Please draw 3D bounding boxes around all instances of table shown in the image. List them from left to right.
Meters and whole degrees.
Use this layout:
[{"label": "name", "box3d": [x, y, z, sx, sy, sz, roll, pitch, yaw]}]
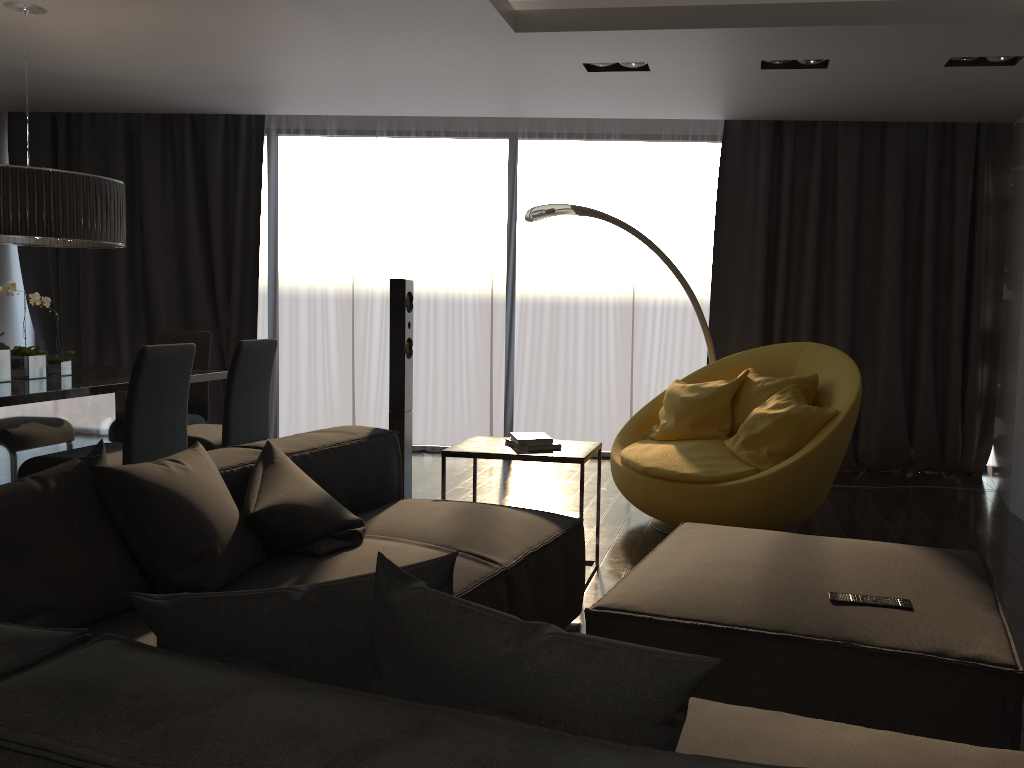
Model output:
[{"label": "table", "box3d": [-2.301, 0.347, 4.295, 1.020, 0.759, 1.636, 2, 5, 13]}, {"label": "table", "box3d": [0.054, 0.548, 3.824, 0.590, 0.562, 0.459, 2, 5, 11]}]

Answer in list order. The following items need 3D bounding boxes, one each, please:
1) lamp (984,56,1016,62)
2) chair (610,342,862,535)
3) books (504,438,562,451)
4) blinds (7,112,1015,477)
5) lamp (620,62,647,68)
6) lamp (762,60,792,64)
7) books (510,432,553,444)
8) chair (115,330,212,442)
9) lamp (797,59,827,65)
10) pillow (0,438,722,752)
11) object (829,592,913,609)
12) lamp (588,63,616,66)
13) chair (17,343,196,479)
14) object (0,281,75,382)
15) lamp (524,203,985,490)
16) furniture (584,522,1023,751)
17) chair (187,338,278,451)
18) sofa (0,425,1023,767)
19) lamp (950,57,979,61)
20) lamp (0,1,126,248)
[{"label": "lamp", "box3d": [2.548, -1.723, 4.574, 0.170, 0.077, 0.184, 4, 5, 24]}, {"label": "chair", "box3d": [1.188, 0.272, 4.782, 1.181, 1.004, 1.460, -1, 5, -21]}, {"label": "books", "box3d": [0.089, 0.258, 3.798, 0.170, 0.023, 0.221, -1, 6, -28]}, {"label": "blinds", "box3d": [-0.157, -0.860, 6.612, 7.468, 2.891, 0.751, 2, 4, 1]}, {"label": "lamp", "box3d": [0.670, -1.797, 4.860, 0.170, 0.077, 0.184, 4, 5, 24]}, {"label": "lamp", "box3d": [1.433, -1.767, 4.743, 0.169, 0.077, 0.185, 4, 6, 31]}, {"label": "books", "box3d": [0.083, 0.234, 3.809, 0.159, 0.022, 0.200, 0, 5, -11]}, {"label": "chair", "box3d": [-2.080, 0.177, 5.136, 0.419, 0.963, 0.584, 2, 5, 13]}, {"label": "lamp", "box3d": [1.608, -1.760, 4.717, 0.170, 0.077, 0.184, 4, 5, 24]}, {"label": "pillow", "box3d": [-0.629, 0.384, 1.771, 1.103, 0.430, 2.011, -1, 5, -25]}, {"label": "object", "box3d": [0.929, 0.561, 2.282, 0.204, 0.015, 0.052, 2, 5, 9]}, {"label": "lamp", "box3d": [0.495, -1.804, 4.887, 0.175, 0.077, 0.179, 2, 5, 7]}, {"label": "chair", "box3d": [-1.736, 0.300, 3.835, 0.562, 0.964, 0.436, 2, 4, 11]}, {"label": "object", "box3d": [-2.381, -0.277, 4.164, 0.306, 0.500, 0.583, 2, 5, 10]}, {"label": "lamp", "box3d": [2.155, -0.185, 5.854, 4.329, 1.777, 0.569, 0, 4, -12]}, {"label": "furniture", "box3d": [0.887, 0.731, 2.633, 1.056, 0.439, 1.137, 3, 5, 22]}, {"label": "chair", "box3d": [-1.555, 0.244, 4.526, 0.562, 0.964, 0.436, 2, 4, 11]}, {"label": "sofa", "box3d": [-0.018, 0.624, 2.095, 2.640, 0.703, 2.576, 3, 5, 21]}, {"label": "lamp", "box3d": [2.372, -1.730, 4.600, 0.169, 0.077, 0.185, 4, 6, 31]}, {"label": "lamp", "box3d": [-2.292, -1.227, 4.166, 0.765, 1.101, 0.844, 4, 6, 36]}]
